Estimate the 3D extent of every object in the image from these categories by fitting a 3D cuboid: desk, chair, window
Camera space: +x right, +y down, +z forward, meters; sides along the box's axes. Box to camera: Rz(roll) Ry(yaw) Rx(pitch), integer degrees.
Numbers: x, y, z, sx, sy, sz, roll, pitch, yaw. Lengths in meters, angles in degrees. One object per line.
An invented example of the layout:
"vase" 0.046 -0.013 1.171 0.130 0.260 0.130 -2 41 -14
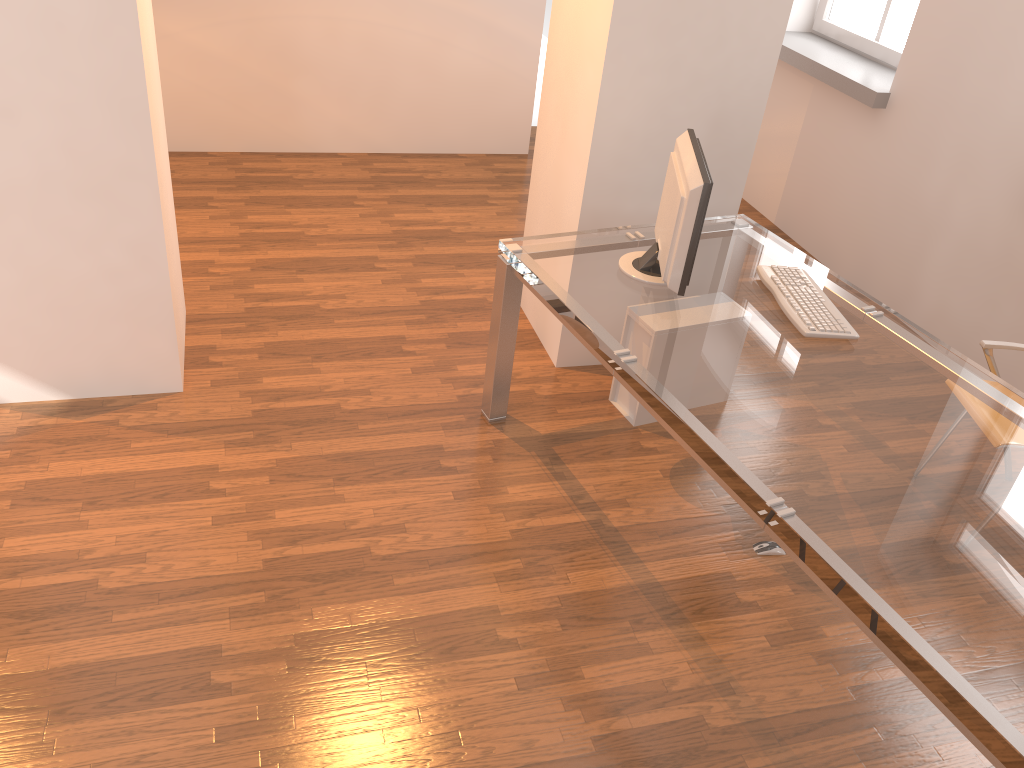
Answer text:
"desk" 0.889 0.313 2.742 1.092 0.750 2.239 -10 37 -25
"chair" 1.777 0.158 3.059 0.464 0.829 0.495 5 33 -4
"window" 2.160 -2.578 4.636 0.142 1.737 1.308 -4 35 -16

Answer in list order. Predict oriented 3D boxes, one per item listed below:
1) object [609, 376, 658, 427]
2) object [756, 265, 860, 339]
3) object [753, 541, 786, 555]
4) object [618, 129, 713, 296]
"object" 0.679 -0.087 3.618 0.474 0.422 0.200 -10 37 -25
"object" 0.971 -0.281 2.942 0.200 0.031 0.467 2 34 -8
"object" 0.882 0.561 3.033 0.115 0.035 0.054 2 34 -8
"object" 0.512 -0.571 2.939 0.245 0.418 0.516 13 34 8
